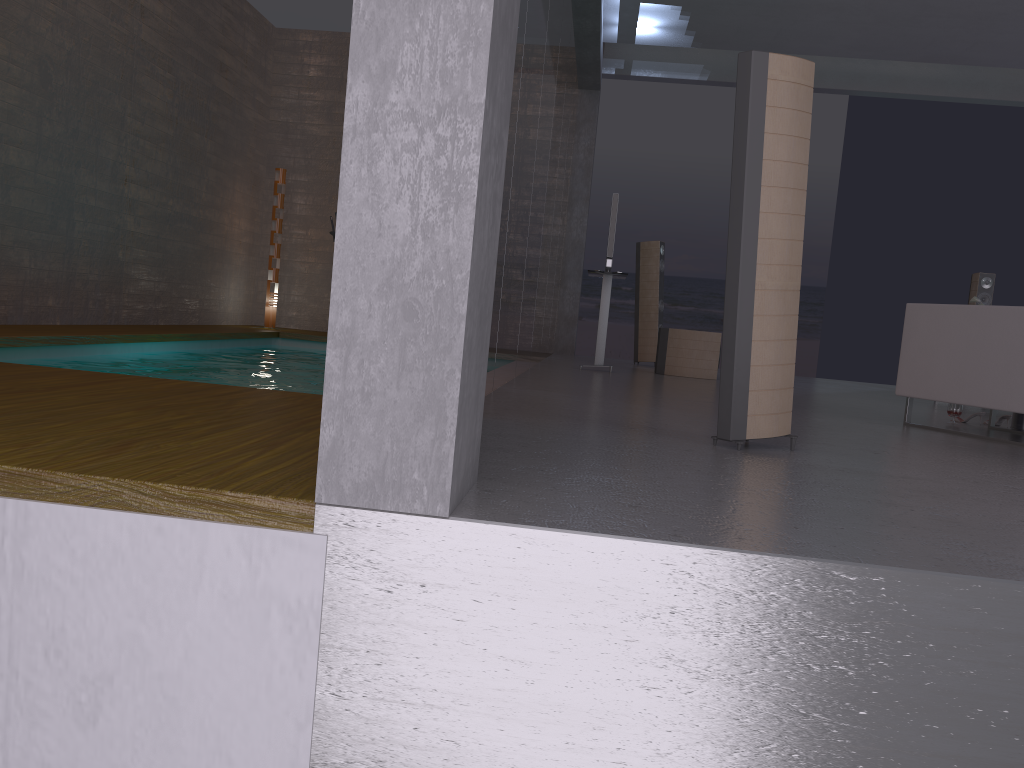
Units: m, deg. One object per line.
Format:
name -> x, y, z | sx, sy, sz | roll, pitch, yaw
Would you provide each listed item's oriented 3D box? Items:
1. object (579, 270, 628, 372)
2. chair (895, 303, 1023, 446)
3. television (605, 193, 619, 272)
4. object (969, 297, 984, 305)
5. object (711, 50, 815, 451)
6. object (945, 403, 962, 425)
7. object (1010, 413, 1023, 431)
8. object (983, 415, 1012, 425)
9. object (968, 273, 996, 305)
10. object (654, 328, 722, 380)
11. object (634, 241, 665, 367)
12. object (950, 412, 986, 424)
object -> 0.853, -0.603, 8.312 | 0.360, 0.958, 0.818 | 6, 4, 5
chair -> 2.915, -0.086, 5.005 | 0.936, 0.808, 1.026 | 3, 5, -25
television -> 0.926, -1.376, 8.252 | 0.054, 0.644, 1.000 | 6, 4, 5
object -> 4.757, -0.329, 8.858 | 0.387, 1.051, 0.400 | 9, 6, 43
object -> 0.945, -0.487, 3.384 | 0.444, 1.473, 0.244 | 2, 6, -40
object -> 2.874, 0.142, 5.750 | 0.091, 0.233, 0.091 | 8, 5, 33
object -> 3.274, 0.082, 5.670 | 0.109, 0.435, 0.109 | 8, 5, 32
object -> 3.234, 0.237, 5.899 | 0.079, 0.087, 0.235 | 4, 4, -17
object -> 5.062, -0.521, 9.710 | 0.243, 1.363, 0.333 | 6, 4, 11
object -> 1.759, -0.308, 8.871 | 0.604, 0.459, 0.514 | 6, 4, 5
object -> 1.619, -0.954, 10.529 | 0.444, 1.469, 0.244 | 8, 5, 30
object -> 3.041, 0.217, 5.924 | 0.079, 0.087, 0.235 | 3, 5, -28
